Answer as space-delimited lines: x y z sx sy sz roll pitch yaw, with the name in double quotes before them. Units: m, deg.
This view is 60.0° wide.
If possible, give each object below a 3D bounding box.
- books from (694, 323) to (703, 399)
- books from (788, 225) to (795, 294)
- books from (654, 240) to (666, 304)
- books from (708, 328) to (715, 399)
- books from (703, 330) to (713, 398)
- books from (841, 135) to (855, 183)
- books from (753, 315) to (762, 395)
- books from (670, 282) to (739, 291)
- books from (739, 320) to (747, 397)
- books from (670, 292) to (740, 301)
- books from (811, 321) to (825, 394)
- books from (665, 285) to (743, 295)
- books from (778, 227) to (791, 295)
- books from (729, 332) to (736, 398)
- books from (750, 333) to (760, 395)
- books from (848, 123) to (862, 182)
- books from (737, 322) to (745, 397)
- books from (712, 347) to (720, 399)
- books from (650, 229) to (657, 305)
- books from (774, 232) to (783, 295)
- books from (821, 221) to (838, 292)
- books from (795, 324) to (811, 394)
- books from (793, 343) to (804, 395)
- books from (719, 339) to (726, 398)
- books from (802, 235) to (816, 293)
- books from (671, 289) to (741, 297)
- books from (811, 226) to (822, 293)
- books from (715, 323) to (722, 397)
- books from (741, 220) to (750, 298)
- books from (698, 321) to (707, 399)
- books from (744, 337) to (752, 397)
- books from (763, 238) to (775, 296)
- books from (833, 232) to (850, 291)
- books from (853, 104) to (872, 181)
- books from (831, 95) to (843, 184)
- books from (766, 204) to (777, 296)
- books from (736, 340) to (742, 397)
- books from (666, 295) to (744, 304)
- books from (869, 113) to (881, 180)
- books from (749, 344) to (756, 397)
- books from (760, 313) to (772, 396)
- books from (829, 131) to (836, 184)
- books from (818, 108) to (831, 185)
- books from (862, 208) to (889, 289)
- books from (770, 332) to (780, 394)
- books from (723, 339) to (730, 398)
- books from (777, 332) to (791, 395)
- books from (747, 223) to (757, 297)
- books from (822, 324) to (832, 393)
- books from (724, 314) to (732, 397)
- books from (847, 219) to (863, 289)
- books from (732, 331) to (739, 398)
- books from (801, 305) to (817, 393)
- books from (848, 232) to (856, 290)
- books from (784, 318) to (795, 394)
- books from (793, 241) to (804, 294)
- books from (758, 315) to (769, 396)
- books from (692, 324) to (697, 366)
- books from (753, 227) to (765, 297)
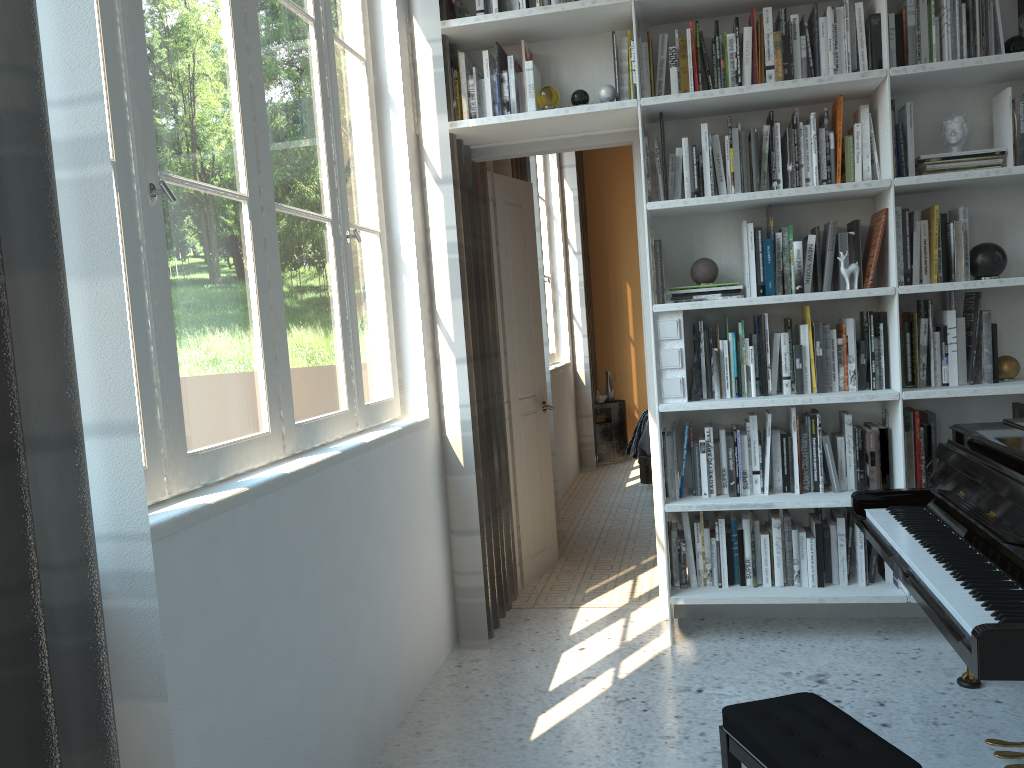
"books" 0.721 -0.093 3.424 0.016 0.290 0.152 -3 4 12
"books" 1.036 -0.457 3.309 0.011 0.250 0.172 -3 4 12
"books" 0.570 -0.427 3.416 0.028 0.243 0.156 -3 4 12
"books" 0.765 -0.082 3.397 0.007 0.264 0.176 -3 4 12
"books" 0.755 -0.079 3.420 0.022 0.257 0.141 -3 4 12
"books" 1.226 -0.803 3.253 0.030 0.183 0.151 -3 4 12
"books" 0.938 -0.112 3.389 0.009 0.299 0.141 -3 4 12
"books" 0.737 -0.370 3.395 0.254 0.012 0.160 -3 4 13
"books" 0.877 -0.099 3.364 0.007 0.286 0.182 -3 4 12
"books" 0.739 -0.334 3.397 0.254 0.012 0.160 -3 4 13
"books" 1.137 -0.102 3.316 0.028 0.261 0.181 -3 4 12
"books" 0.736 -0.358 3.389 0.285 0.012 0.159 -3 4 16
"books" 1.024 -0.457 3.330 0.022 0.249 0.129 -3 4 12
"books" 0.838 -0.076 3.389 0.014 0.243 0.170 -3 4 12
"books" 0.928 -0.077 3.393 0.016 0.231 0.136 -3 4 12
"books" 1.254 -0.825 3.246 0.031 0.223 0.144 -3 4 12
"books" 0.874 -0.096 3.389 0.009 0.278 0.157 -3 4 12
"books" 0.777 -0.044 3.382 0.019 0.189 0.193 -3 4 12
"books" 0.551 -0.447 3.428 0.012 0.285 0.159 -3 4 12
"books" 1.000 -0.447 3.343 0.030 0.231 0.147 -3 4 12
"books" 1.169 -0.468 3.287 0.060 0.255 0.158 -3 4 12
"books" 1.095 -0.097 3.336 0.026 0.254 0.176 -3 4 12
"books" 1.069 -0.059 3.334 0.029 0.182 0.190 -3 4 12
"books" 0.805 -0.062 3.402 0.015 0.218 0.176 -3 4 12
"books" 1.103 -0.445 3.318 0.056 0.214 0.142 -3 4 12
"books" 0.737 -0.346 3.392 0.254 0.012 0.160 -4 4 9
"books" 1.136 -0.460 3.309 0.013 0.242 0.141 -3 4 12
"books" 0.791 -0.092 3.396 0.008 0.280 0.164 -3 4 12
"books" 0.881 -0.466 3.348 0.012 0.285 0.159 -3 4 12
"books" 0.734 -0.096 3.414 0.014 0.294 0.171 -3 4 12
"books" 0.891 -0.067 3.370 0.015 0.219 0.190 -3 4 12
"books" 0.953 -0.430 3.313 0.029 0.208 0.189 -3 4 12
"books" 1.213 -0.446 3.273 0.030 0.208 0.172 -3 4 12
"books" 1.281 -0.858 3.242 0.027 0.286 0.148 -3 4 12
"books" 1.188 -0.872 3.251 0.035 0.326 0.170 -3 4 12
"books" 0.975 -0.498 3.337 0.011 0.336 0.153 -3 4 12
"books" 0.866 -0.063 3.402 0.016 0.211 0.145 -3 4 12
"books" 0.739 -0.322 3.394 0.285 0.012 0.159 -3 4 15
"books" 1.313 -0.846 3.238 0.036 0.258 0.123 -3 4 12
"books" 0.907 -0.052 3.364 0.016 0.189 0.183 -3 4 12
"books" 0.962 -0.115 3.360 0.012 0.306 0.189 -3 4 12
"books" 1.169 -0.810 3.260 0.013 0.203 0.161 -3 4 12
"books" 1.155 -0.855 3.274 0.015 0.293 0.143 -3 4 12
"books" 1.307 -0.485 3.223 0.082 0.276 0.228 -3 4 12
"books" 0.996 -0.080 3.375 0.045 0.230 0.138 -3 4 12
"books" 0.817 -0.062 3.387 0.015 0.217 0.180 -3 4 12
"books" 1.028 -0.081 3.351 0.027 0.230 0.158 -3 4 12
"books" 0.899 -0.461 3.344 0.024 0.273 0.150 -3 4 12
"books" 1.166 -0.098 3.315 0.028 0.249 0.158 -3 4 12
"books" 0.826 -0.112 3.390 0.006 0.315 0.145 -3 4 12
"books" 1.266 -0.472 3.273 0.021 0.251 0.154 -3 4 12
"books" 0.847 -0.077 3.373 0.009 0.245 0.184 -3 4 12
"books" 1.112 -0.132 3.327 0.021 0.323 0.171 -3 4 12
"books" 1.243 -0.450 3.276 0.027 0.210 0.143 -3 4 12
"books" 1.046 -0.108 3.343 0.014 0.282 0.150 -3 4 12
"books" 1.056 -0.428 3.295 0.029 0.190 0.188 -3 4 12
"books" 0.945 -0.110 3.351 0.019 0.300 0.179 -3 4 12
"books" 0.709 -0.091 3.428 0.008 0.285 0.159 -3 4 12
"books" 0.928 -0.454 3.346 0.031 0.255 0.143 -3 4 12
